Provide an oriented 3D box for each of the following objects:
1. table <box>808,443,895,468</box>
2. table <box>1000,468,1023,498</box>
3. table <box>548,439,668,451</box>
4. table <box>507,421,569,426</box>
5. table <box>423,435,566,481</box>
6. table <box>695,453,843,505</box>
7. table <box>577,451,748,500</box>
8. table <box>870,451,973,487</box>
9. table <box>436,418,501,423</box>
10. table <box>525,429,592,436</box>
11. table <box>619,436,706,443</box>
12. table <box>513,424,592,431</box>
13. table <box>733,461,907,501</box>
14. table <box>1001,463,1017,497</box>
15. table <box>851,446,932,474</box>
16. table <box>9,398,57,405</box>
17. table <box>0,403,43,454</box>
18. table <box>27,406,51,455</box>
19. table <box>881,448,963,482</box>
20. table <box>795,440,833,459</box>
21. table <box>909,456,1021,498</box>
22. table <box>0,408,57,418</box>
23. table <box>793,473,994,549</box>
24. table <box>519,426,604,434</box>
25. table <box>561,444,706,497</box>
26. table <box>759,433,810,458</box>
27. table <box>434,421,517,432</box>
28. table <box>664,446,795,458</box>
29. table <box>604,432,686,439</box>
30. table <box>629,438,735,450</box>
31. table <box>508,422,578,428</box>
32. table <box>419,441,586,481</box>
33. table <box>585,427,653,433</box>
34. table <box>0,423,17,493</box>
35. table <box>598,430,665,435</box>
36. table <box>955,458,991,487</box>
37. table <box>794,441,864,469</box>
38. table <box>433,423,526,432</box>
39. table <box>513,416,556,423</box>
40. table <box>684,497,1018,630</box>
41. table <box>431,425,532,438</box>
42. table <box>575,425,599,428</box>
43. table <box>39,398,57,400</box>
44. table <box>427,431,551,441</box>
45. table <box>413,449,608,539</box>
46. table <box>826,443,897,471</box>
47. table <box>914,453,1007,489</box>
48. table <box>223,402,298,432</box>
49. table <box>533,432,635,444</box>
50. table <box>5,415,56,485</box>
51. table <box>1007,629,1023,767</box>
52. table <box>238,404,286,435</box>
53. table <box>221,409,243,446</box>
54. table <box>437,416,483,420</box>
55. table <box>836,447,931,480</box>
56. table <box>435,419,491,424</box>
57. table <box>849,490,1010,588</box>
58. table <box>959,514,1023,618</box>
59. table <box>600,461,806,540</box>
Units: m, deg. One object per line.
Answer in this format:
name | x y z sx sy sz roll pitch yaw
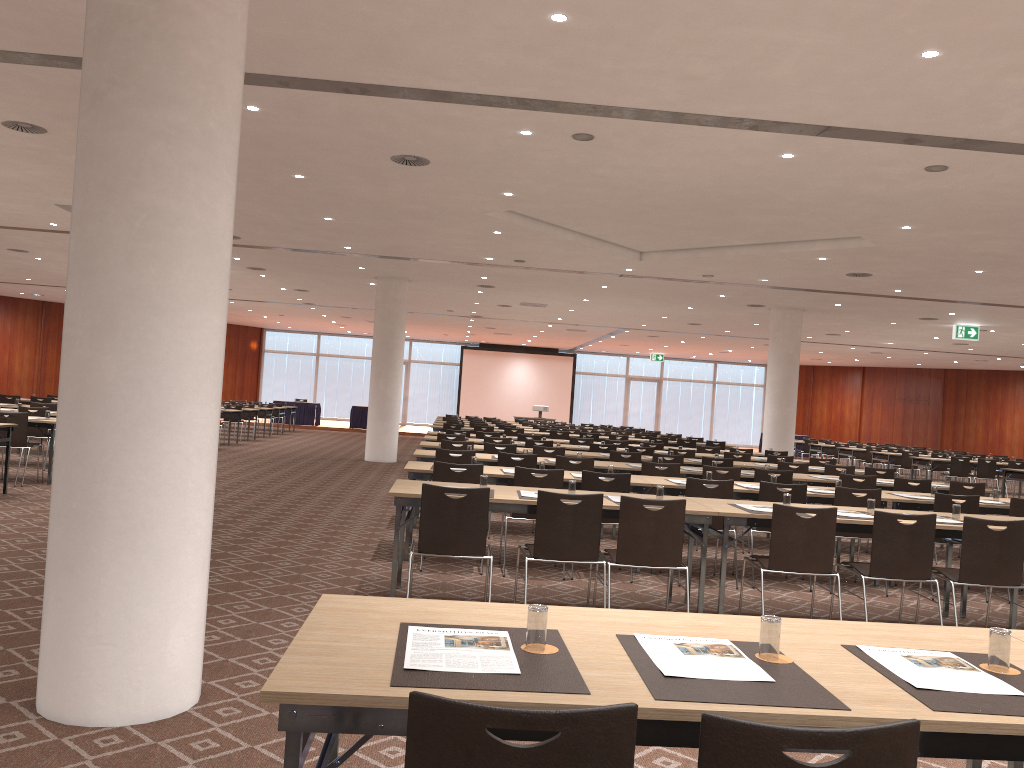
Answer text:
table | 10.196 2.306 26.752 2.267 0.833 0.953 4 -1 -4
table | 10.861 2.162 17.275 2.267 0.833 0.953 4 -1 -4
table | 1.796 1.536 16.642 2.267 0.833 0.953 4 -1 -4
table | 0.851 1.742 30.109 2.267 0.833 0.953 4 -1 -4
table | -0.323 1.350 14.489 2.267 0.833 0.953 4 -1 -4
table | 4.195 1.662 14.805 2.267 0.833 0.953 4 -1 -4
table | 2.076 1.475 12.652 2.267 0.833 0.953 4 -1 -4
table | 10.476 2.245 22.762 2.267 0.833 0.953 4 -1 -4
table | -1.268 1.556 27.956 2.267 0.833 0.953 4 -1 -4
table | 1.411 1.620 22.128 2.267 0.833 0.953 4 -1 -4
table | 3.670 1.776 22.286 2.267 0.833 0.953 4 -1 -4
table | 1.131 1.681 26.119 2.267 0.833 0.953 4 -1 -4
table | 4.335 1.631 12.810 2.267 0.833 0.953 4 -1 -4
table | 12.875 2.371 20.924 2.267 0.833 0.953 4 -1 -4
table | 12.315 2.493 28.905 2.267 0.833 0.953 4 -1 -4
table | -9.932 0.798 19.331 2.267 0.833 0.953 4 -1 -4
table | -9.686 0.744 15.840 2.267 0.833 0.953 4 -1 -4
table | -7.427 0.900 15.998 2.267 0.833 0.953 4 -1 -4
table | 12.455 2.462 26.910 2.267 0.833 0.953 4 -1 -4
table | 9.916 2.368 30.742 2.267 0.833 0.953 4 -1 -4
table | 10.616 2.215 20.767 2.267 0.833 0.953 4 -1 -4
table | -7.287 0.870 14.003 2.267 0.833 0.953 4 -1 -4
table | 4.475 1.601 10.815 2.267 0.833 0.953 4 -1 -4
table | 1.271 1.651 24.124 2.267 0.833 0.953 4 -1 -4
table | 1.936 1.506 14.647 2.267 0.833 0.953 4 -1 -4
table | 10.463 2.348 34.011 1.712 0.832 1.042 4 -1 -4
table | -0.988 1.495 23.966 2.267 0.833 0.953 4 -1 -4
table | 4.055 1.692 16.800 2.267 0.833 0.953 4 -1 -4
table | 3.530 1.807 24.281 2.267 0.833 0.953 4 -1 -4
table | 3.810 1.746 20.291 2.267 0.833 0.953 4 -1 -4
table | 0.991 1.712 28.114 2.267 0.833 0.953 4 -1 -4
table | -0.183 1.319 12.494 2.267 0.833 0.953 4 -1 -4
table | 3.250 1.868 28.271 2.267 0.833 0.953 4 -1 -4
table | -7.007 0.809 10.013 2.267 0.833 0.953 4 -1 -4
table | 3.390 1.837 26.276 2.267 0.833 0.953 4 -1 -4
table | 12.735 2.401 22.919 2.267 0.833 0.953 4 -1 -4
table | 10.056 2.337 28.747 2.267 0.833 0.953 4 -1 -4
table | -0.848 1.464 21.971 2.267 0.833 0.953 4 -1 -4
table | 0.820 1.683 33.354 1.539 0.832 0.953 4 -1 -4
table | 2.496 1.384 6.667 2.267 0.833 0.953 4 -1 -4
table | -0.708 1.434 19.976 2.267 0.833 0.953 4 -1 -4
table | 3.110 1.898 30.267 2.267 0.833 0.953 4 -1 -4
table | -10.072 0.828 21.326 2.267 0.833 0.953 4 -1 -4
table | -0.463 1.381 16.484 2.267 0.833 0.953 4 -1 -4
table | -0.043 1.289 10.499 2.267 0.833 0.953 4 -1 -4
table | 12.175 2.523 30.900 2.267 0.833 0.953 4 -1 -4
table | 12.595 2.432 24.914 2.267 0.833 0.953 4 -1 -4
table | -8.372 1.106 29.464 2.267 0.833 0.953 4 -1 -4
table | 1.551 1.590 20.133 2.267 0.833 0.953 4 -1 -4
table | -7.147 0.839 12.008 2.267 0.833 0.953 4 -1 -4
table | 2.779 1.322 2.633 2.267 0.833 0.953 4 -1 -4
table | -8.232 1.076 27.469 2.267 0.833 0.953 4 -1 -4
table | -7.812 0.984 21.484 2.267 0.833 0.953 4 -1 -4
table | -1.408 1.587 29.951 2.267 0.833 0.953 4 -1 -4
table | 10.336 2.276 24.757 2.267 0.833 0.953 4 -1 -4
table | -1.128 1.525 25.961 2.267 0.833 0.953 4 -1 -4
table | 4.615 1.570 8.820 2.267 0.833 0.953 4 -1 -4
table | 4.756 1.540 6.824 2.267 0.833 0.953 4 -1 -4
table | 2.216 1.445 10.657 2.267 0.833 0.953 4 -1 -4
